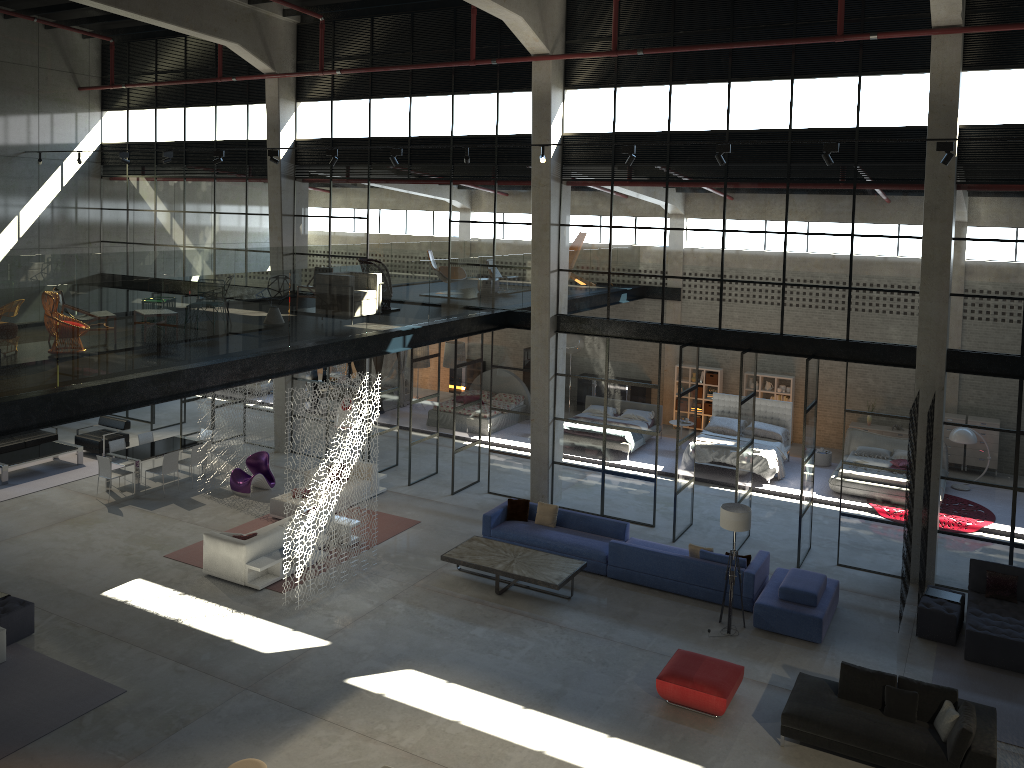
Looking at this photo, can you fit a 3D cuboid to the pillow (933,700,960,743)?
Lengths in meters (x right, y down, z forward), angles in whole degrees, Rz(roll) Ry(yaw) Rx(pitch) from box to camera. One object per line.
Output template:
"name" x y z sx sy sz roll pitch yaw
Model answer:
"pillow" 4.642 3.592 9.352 0.208 0.312 0.346 2 8 7

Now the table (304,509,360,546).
"table" -3.248 2.532 15.496 1.207 0.366 0.303 7 8 28

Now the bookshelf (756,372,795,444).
"bookshelf" 6.696 0.628 22.919 1.245 1.742 0.332 5 4 29

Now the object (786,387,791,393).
"object" 7.162 0.150 22.683 0.142 0.136 0.143 -5 10 -43

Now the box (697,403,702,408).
"box" 5.053 0.583 23.860 0.214 0.108 0.133 7 9 28

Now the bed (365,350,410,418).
"bed" -4.337 -0.399 25.338 2.258 2.059 2.336 6 9 28

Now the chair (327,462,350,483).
"chair" -3.462 1.776 17.510 0.411 0.332 0.259 -3 7 -28

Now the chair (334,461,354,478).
"chair" -3.385 1.740 17.700 0.381 0.334 0.256 -2 7 -28

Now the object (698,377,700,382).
"object" 5.051 -0.135 23.852 0.185 0.130 0.188 0 9 -8

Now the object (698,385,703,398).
"object" 5.049 0.201 23.789 0.325 0.294 0.327 6 9 28

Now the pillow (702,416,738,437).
"pillow" 5.095 1.022 20.939 1.032 0.370 0.672 8 11 32

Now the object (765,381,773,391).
"object" 6.693 0.051 22.840 0.165 0.249 0.168 0 6 -16

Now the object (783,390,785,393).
"object" 7.006 0.196 22.615 0.065 0.063 0.066 0 8 -14

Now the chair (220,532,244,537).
"chair" -4.428 2.466 13.993 0.390 0.269 0.323 2 8 4

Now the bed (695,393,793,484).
"bed" 5.238 1.205 20.265 2.229 1.403 2.342 6 10 27

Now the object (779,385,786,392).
"object" 7.017 0.113 22.762 0.174 0.168 0.177 1 7 -4

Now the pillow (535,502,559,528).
"pillow" 0.607 2.292 15.365 0.403 0.378 0.208 6 6 30

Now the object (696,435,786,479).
"object" 5.007 1.618 19.858 2.293 0.652 0.658 8 10 31

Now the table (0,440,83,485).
"table" -10.289 1.670 18.789 0.905 0.403 1.822 7 12 28

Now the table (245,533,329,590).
"table" -3.560 2.822 13.995 0.302 0.364 1.587 5 11 28

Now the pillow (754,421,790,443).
"pillow" 5.960 1.087 20.579 0.984 0.289 0.699 8 12 30

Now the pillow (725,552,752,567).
"pillow" 3.452 2.754 13.442 0.398 0.368 0.262 2 6 7

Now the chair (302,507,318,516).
"chair" -3.520 2.278 14.977 0.269 0.319 0.400 5 9 30

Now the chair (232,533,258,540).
"chair" -4.201 2.493 13.843 0.402 0.332 0.286 -1 7 -16

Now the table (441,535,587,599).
"table" 0.020 2.942 13.790 2.074 0.395 1.038 8 12 28

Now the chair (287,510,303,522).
"chair" -3.697 2.323 14.730 0.270 0.315 0.398 3 8 15

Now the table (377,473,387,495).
"table" -3.041 2.015 18.125 0.905 0.366 0.303 7 8 28

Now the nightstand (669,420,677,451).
"nightstand" 4.134 1.291 21.447 0.601 0.693 0.610 2 7 0

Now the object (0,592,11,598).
"object" -7.077 2.936 11.806 0.301 0.098 0.524 6 12 23

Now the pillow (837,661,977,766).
"pillow" 4.431 3.517 9.637 0.744 0.414 1.604 -4 12 -32

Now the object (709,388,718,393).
"object" 5.425 0.193 23.608 0.261 0.132 0.059 7 6 29

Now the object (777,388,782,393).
"object" 6.909 0.158 22.667 0.116 0.111 0.117 6 9 31

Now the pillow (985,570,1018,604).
"pillow" 7.109 2.945 12.738 0.415 0.341 0.237 6 7 29

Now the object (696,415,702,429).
"object" 5.021 1.018 23.836 0.325 0.294 0.327 6 9 28

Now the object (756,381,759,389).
"object" 6.419 0.031 23.021 0.100 0.202 0.101 -2 6 -33

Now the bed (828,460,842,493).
"bed" 8.186 1.767 19.008 2.253 0.915 2.584 7 12 28

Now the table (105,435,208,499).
"table" -7.342 1.691 18.195 0.905 0.749 1.822 6 11 28

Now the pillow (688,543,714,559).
"pillow" 2.953 2.692 13.667 0.403 0.378 0.208 6 6 30

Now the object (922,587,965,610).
"object" 6.263 3.106 12.743 0.521 0.098 0.303 9 13 33

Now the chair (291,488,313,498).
"chair" -3.935 2.038 16.500 0.415 0.107 0.413 -1 11 -15

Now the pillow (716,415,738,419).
"pillow" 5.325 0.983 21.161 1.058 0.319 0.494 7 10 28

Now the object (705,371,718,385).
"object" 5.409 -0.151 23.577 0.325 0.294 0.327 6 9 28

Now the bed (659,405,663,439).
"bed" 2.388 1.045 22.015 2.267 0.860 2.422 7 12 28

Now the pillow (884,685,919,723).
"pillow" 4.290 3.523 9.674 0.344 0.304 0.189 5 6 26

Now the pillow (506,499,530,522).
"pillow" 0.108 2.238 15.591 0.398 0.368 0.262 2 6 7

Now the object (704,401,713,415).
"object" 5.379 0.653 23.624 0.325 0.294 0.327 6 9 28

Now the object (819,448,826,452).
"object" 7.284 1.549 20.606 0.170 0.089 0.169 10 13 41

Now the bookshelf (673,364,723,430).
"bookshelf" 5.043 0.408 23.816 1.245 1.742 0.332 5 4 29

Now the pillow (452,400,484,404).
"pillow" -1.164 0.409 23.542 0.877 0.210 0.641 3 11 8

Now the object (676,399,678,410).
"object" 4.687 0.564 24.003 0.325 0.294 0.327 6 9 28

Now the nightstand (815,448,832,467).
"nightstand" 7.229 1.726 20.673 0.582 0.296 0.485 6 10 25

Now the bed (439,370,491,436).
"bed" -0.870 0.396 23.810 2.040 1.267 2.366 6 11 28

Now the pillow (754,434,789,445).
"pillow" 5.998 1.170 20.647 0.964 0.327 0.723 7 11 29
